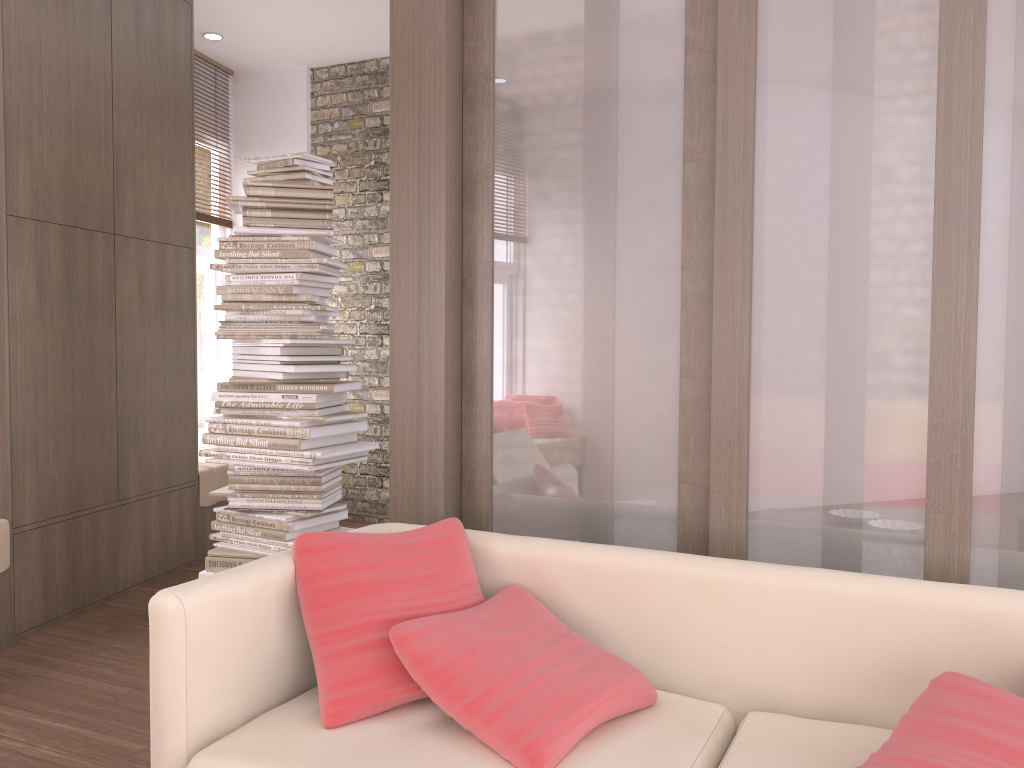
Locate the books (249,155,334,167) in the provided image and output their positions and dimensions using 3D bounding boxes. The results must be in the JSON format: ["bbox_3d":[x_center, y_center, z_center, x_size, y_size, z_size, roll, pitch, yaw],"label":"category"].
[{"bbox_3d":[-0.945,-0.947,3.807,0.277,0.008,0.216,2,3,26],"label":"books"}]

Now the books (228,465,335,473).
[{"bbox_3d":[-0.970,0.345,3.830,0.396,0.024,0.310,1,3,6],"label":"books"}]

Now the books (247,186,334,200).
[{"bbox_3d":[-0.954,-0.803,3.820,0.351,0.036,0.275,0,3,-14],"label":"books"}]

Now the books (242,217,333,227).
[{"bbox_3d":[-0.973,-0.687,3.854,0.371,0.036,0.211,0,3,-14],"label":"books"}]

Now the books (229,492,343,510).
[{"bbox_3d":[-0.971,0.502,3.838,0.396,0.024,0.310,1,3,6],"label":"books"}]

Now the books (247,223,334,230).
[{"bbox_3d":[-0.955,-0.663,3.822,0.351,0.010,0.284,0,3,-14],"label":"books"}]

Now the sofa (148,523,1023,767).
[{"bbox_3d":[0.395,0.819,1.802,2.204,0.751,0.919,2,3,26],"label":"sofa"}]

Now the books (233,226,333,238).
[{"bbox_3d":[-0.983,-0.644,3.825,0.404,0.026,0.266,0,3,-14],"label":"books"}]

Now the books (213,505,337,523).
[{"bbox_3d":[-1.021,0.544,3.855,0.422,0.016,0.330,2,3,31],"label":"books"}]

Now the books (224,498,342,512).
[{"bbox_3d":[-0.980,0.517,3.833,0.413,0.006,0.322,1,3,6],"label":"books"}]

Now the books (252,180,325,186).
[{"bbox_3d":[-0.951,-0.849,3.820,0.272,0.023,0.201,1,3,6],"label":"books"}]

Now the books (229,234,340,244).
[{"bbox_3d":[-0.978,-0.626,3.847,0.416,0.015,0.245,1,3,6],"label":"books"}]

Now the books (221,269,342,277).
[{"bbox_3d":[-0.983,-0.477,3.815,0.416,0.012,0.324,1,3,6],"label":"books"}]

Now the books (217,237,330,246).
[{"bbox_3d":[-1.021,-0.610,3.833,0.392,0.015,0.306,1,3,6],"label":"books"}]

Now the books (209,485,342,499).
[{"bbox_3d":[-1.016,0.461,3.848,0.488,0.018,0.296,1,3,6],"label":"books"}]

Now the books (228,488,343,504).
[{"bbox_3d":[-0.974,0.480,3.842,0.405,0.018,0.300,1,3,6],"label":"books"}]

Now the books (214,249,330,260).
[{"bbox_3d":[-1.025,-0.547,3.835,0.401,0.035,0.315,1,3,6],"label":"books"}]

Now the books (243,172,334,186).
[{"bbox_3d":[-0.965,-0.873,3.830,0.327,0.023,0.198,2,3,26],"label":"books"}]

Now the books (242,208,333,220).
[{"bbox_3d":[-0.973,-0.725,3.853,0.371,0.036,0.211,0,3,-14],"label":"books"}]

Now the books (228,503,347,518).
[{"bbox_3d":[-0.972,0.528,3.850,0.448,0.016,0.264,2,3,31],"label":"books"}]

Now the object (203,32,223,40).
[{"bbox_3d":[-1.923,-2.236,5.704,0.119,0.010,0.119,-2,3,-39],"label":"object"}]

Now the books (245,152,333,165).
[{"bbox_3d":[-0.958,-0.960,3.820,0.313,0.014,0.204,2,3,26],"label":"books"}]

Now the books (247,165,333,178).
[{"bbox_3d":[-0.954,-0.905,3.821,0.303,0.015,0.202,2,3,26],"label":"books"}]

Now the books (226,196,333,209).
[{"bbox_3d":[-0.999,-0.774,3.825,0.435,0.019,0.248,0,3,-14],"label":"books"}]

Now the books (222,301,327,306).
[{"bbox_3d":[-1.022,-0.349,3.847,0.395,0.009,0.233,0,3,1],"label":"books"}]

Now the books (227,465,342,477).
[{"bbox_3d":[-0.974,0.367,3.837,0.405,0.018,0.300,1,3,6],"label":"books"}]

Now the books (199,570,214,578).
[{"bbox_3d":[-1.033,0.805,3.808,0.469,0.057,0.364,1,3,11],"label":"books"}]

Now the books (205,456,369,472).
[{"bbox_3d":[-0.965,0.326,3.834,0.542,0.016,0.423,2,3,26],"label":"books"}]

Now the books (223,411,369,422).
[{"bbox_3d":[-0.941,0.133,3.871,0.542,0.020,0.320,2,3,26],"label":"books"}]

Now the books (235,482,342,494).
[{"bbox_3d":[-0.963,0.448,3.853,0.385,0.008,0.274,1,3,6],"label":"books"}]

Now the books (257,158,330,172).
[{"bbox_3d":[-0.941,-0.928,3.818,0.260,0.029,0.193,3,4,41],"label":"books"}]

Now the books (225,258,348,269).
[{"bbox_3d":[-0.964,-0.519,3.842,0.434,0.019,0.324,1,3,6],"label":"books"}]

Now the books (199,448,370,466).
[{"bbox_3d":[-0.993,0.300,3.883,0.612,0.028,0.399,2,3,26],"label":"books"}]

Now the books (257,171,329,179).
[{"bbox_3d":[-0.937,-0.891,3.823,0.258,0.010,0.183,1,3,11],"label":"books"}]

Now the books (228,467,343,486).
[{"bbox_3d":[-0.970,0.394,3.832,0.396,0.033,0.310,1,3,6],"label":"books"}]

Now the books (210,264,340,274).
[{"bbox_3d":[-1.016,-0.497,3.843,0.470,0.022,0.306,1,3,6],"label":"books"}]

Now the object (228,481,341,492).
[{"bbox_3d":[-0.978,0.440,3.838,0.413,0.008,0.243,1,3,6],"label":"object"}]

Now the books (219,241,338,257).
[{"bbox_3d":[-1.005,-0.585,3.851,0.416,0.035,0.323,1,3,6],"label":"books"}]

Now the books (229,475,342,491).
[{"bbox_3d":[-0.970,0.423,3.834,0.396,0.024,0.310,1,3,6],"label":"books"}]

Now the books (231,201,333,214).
[{"bbox_3d":[-0.986,-0.752,3.823,0.412,0.019,0.259,0,3,-14],"label":"books"}]

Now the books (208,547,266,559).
[{"bbox_3d":[-1.016,0.704,3.840,0.450,0.022,0.364,1,3,11],"label":"books"}]

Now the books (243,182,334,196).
[{"bbox_3d":[-0.960,-0.829,3.812,0.366,0.012,0.287,0,3,-14],"label":"books"}]
